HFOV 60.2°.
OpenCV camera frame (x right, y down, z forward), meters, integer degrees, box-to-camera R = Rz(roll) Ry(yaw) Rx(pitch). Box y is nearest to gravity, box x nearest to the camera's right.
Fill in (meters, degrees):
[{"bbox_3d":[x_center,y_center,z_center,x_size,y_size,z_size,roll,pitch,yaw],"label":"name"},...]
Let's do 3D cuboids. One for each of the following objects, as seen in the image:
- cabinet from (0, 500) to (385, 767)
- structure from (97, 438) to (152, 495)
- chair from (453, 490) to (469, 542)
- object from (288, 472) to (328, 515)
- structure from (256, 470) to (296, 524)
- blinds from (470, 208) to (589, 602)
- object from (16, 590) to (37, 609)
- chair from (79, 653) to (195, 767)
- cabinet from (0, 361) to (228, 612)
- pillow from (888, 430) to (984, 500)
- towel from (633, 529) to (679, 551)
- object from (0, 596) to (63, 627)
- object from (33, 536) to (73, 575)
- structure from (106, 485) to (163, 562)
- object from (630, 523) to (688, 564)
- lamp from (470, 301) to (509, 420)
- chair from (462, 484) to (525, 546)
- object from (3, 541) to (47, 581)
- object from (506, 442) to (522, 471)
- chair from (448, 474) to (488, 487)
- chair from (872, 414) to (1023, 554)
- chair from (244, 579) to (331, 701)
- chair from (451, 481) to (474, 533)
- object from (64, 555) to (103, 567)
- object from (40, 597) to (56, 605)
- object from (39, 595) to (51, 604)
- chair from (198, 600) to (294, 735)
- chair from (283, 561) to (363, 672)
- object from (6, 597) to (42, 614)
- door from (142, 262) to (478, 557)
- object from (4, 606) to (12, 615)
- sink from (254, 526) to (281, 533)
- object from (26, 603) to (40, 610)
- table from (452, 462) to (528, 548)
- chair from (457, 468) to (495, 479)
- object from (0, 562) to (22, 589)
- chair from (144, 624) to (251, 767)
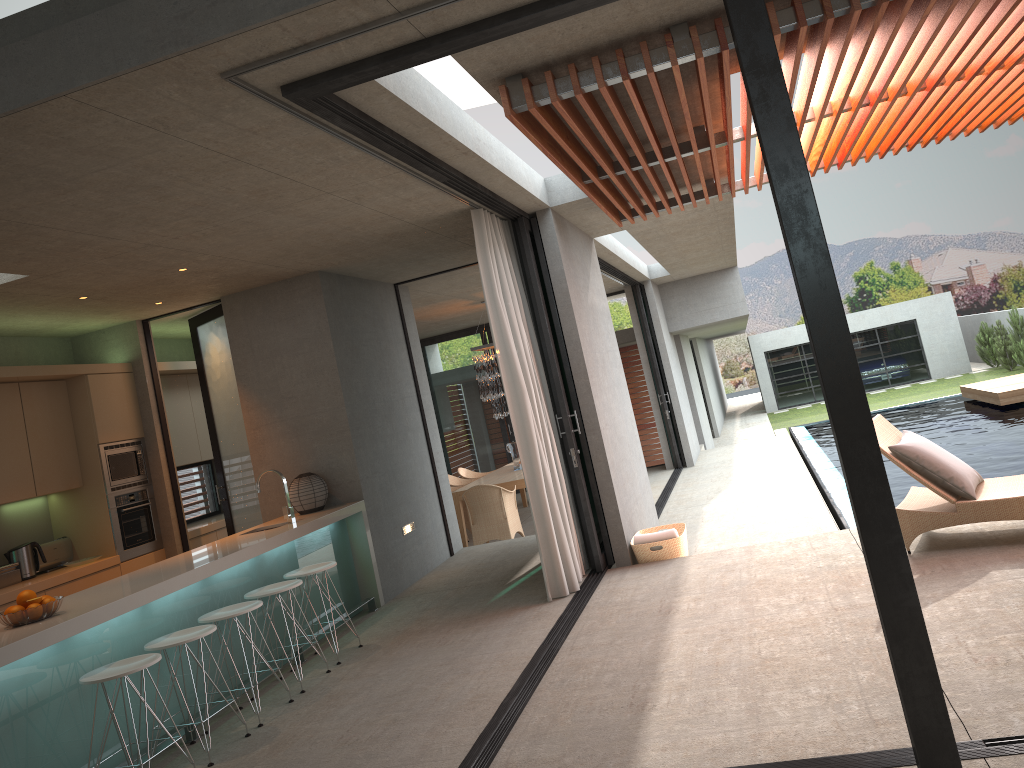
[{"bbox_3d":[-2.080,1.614,5.702,0.796,0.904,4.120,-13,-1,15],"label":"cabinet"},{"bbox_3d":[-3.663,0.777,7.962,0.457,0.440,0.596,-13,-3,14],"label":"structure"},{"bbox_3d":[-1.022,1.788,11.824,0.627,0.870,0.616,-13,-4,14],"label":"chair"},{"bbox_3d":[-1.748,0.933,7.582,0.339,0.337,0.339,-13,-3,6],"label":"object"},{"bbox_3d":[-1.883,0.899,6.966,0.257,0.445,0.097,-13,-5,14],"label":"structure"},{"bbox_3d":[0.123,0.096,6.882,0.229,2.956,0.882,-13,-5,11],"label":"blinds"},{"bbox_3d":[-2.517,1.116,4.583,0.093,0.095,0.095,-15,-4,34],"label":"object"},{"bbox_3d":[-1.837,1.682,4.270,0.380,0.628,0.381,-13,-4,14],"label":"chair"},{"bbox_3d":[-3.372,1.053,6.465,1.955,2.582,7.469,-13,-1,15],"label":"cabinet"},{"bbox_3d":[2.791,0.524,5.804,0.422,0.430,0.611,-14,-3,32],"label":"pillow"},{"bbox_3d":[1.200,1.335,7.158,0.367,0.314,0.309,-13,-3,15],"label":"towel"},{"bbox_3d":[-2.479,1.181,4.551,0.314,0.082,0.315,-13,-1,14],"label":"object"},{"bbox_3d":[-3.914,1.455,7.484,0.149,0.249,0.389,-14,-2,15],"label":"object"},{"bbox_3d":[-3.536,1.272,7.909,0.495,0.584,0.596,-13,-3,14],"label":"structure"},{"bbox_3d":[1.245,1.385,7.299,0.444,0.302,0.679,-13,-2,14],"label":"object"},{"bbox_3d":[-0.199,-0.368,12.990,0.615,1.768,0.618,-14,-5,14],"label":"lamp"},{"bbox_3d":[-0.226,1.594,10.633,0.614,0.870,0.629,-13,-4,14],"label":"chair"},{"bbox_3d":[-3.952,1.439,7.168,0.176,0.287,0.278,-14,-4,20],"label":"object"},{"bbox_3d":[0.154,1.004,12.582,0.322,0.389,0.543,-15,-3,30],"label":"object"},{"bbox_3d":[-0.650,1.726,13.253,0.627,0.870,0.616,-13,-4,14],"label":"chair"},{"bbox_3d":[3.429,0.448,5.390,2.271,0.833,0.703,-13,-3,33],"label":"chair"},{"bbox_3d":[-1.473,1.622,5.673,0.380,0.628,0.381,-13,-4,14],"label":"chair"},{"bbox_3d":[-0.836,1.757,12.539,0.627,0.870,0.616,-13,-4,14],"label":"chair"},{"bbox_3d":[-3.601,1.495,7.427,0.311,0.034,0.307,-12,-1,-17],"label":"object"},{"bbox_3d":[-2.395,1.146,4.565,0.087,0.087,0.086,-13,-3,5],"label":"object"},{"bbox_3d":[-2.453,1.157,4.635,0.094,0.095,0.094,-13,-3,3],"label":"object"},{"bbox_3d":[-1.597,1.642,5.191,0.380,0.628,0.381,-13,-4,14],"label":"chair"},{"bbox_3d":[-1.347,1.601,6.161,0.380,0.628,0.381,-13,-4,14],"label":"chair"},{"bbox_3d":[-2.478,1.159,4.495,0.175,0.101,0.095,-11,-3,-31],"label":"object"},{"bbox_3d":[-0.722,0.973,2.781,5.794,4.503,15.190,-12,-1,-13],"label":"door"},{"bbox_3d":[-2.565,1.185,4.544,0.087,0.087,0.086,-11,-3,-25],"label":"object"},{"bbox_3d":[-1.915,1.228,6.982,0.372,0.135,0.374,-13,-1,14],"label":"sink"},{"bbox_3d":[-2.424,1.155,4.487,0.080,0.082,0.081,-15,-4,43],"label":"object"},{"bbox_3d":[0.315,1.557,12.646,1.273,0.762,3.256,-13,-1,15],"label":"table"},{"bbox_3d":[-0.464,1.695,13.968,0.627,0.870,0.616,-13,-4,14],"label":"chair"},{"bbox_3d":[-4.058,1.523,6.845,0.239,0.161,0.400,-13,-2,14],"label":"object"},{"bbox_3d":[-1.717,1.662,4.728,0.380,0.628,0.381,-13,-4,14],"label":"chair"}]
